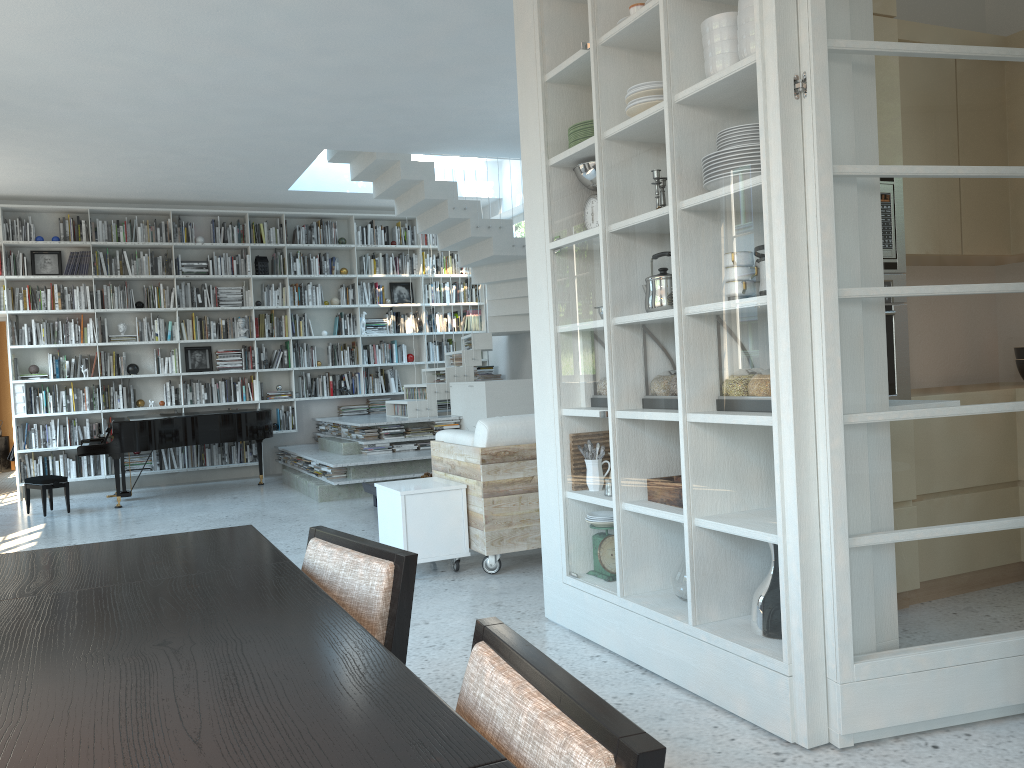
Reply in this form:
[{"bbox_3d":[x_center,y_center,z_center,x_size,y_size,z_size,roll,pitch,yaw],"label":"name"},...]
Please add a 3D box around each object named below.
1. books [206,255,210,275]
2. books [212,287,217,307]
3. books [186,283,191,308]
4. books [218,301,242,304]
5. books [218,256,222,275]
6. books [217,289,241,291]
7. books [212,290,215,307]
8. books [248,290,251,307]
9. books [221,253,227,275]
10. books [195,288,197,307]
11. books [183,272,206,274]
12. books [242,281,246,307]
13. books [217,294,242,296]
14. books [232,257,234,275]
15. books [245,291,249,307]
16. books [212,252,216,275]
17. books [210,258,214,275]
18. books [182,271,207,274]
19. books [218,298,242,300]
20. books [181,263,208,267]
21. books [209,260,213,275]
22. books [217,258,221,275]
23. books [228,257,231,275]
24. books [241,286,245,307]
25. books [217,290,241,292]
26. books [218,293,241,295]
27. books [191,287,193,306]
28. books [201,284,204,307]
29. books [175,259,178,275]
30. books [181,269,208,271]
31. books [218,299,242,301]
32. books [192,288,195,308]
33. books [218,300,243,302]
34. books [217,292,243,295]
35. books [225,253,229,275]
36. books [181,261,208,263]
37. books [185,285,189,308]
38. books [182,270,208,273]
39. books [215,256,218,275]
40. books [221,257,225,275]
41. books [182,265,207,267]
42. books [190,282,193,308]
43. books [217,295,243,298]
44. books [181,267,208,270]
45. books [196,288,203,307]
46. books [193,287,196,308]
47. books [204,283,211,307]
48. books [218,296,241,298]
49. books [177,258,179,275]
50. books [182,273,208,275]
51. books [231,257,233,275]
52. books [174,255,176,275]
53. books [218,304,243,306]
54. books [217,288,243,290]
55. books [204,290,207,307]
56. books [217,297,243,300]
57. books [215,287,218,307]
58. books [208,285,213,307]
[{"bbox_3d":[-3.542,-1.372,10.343,0.012,0.254,0.161,-4,2,-25],"label":"books"},{"bbox_3d":[-3.480,-1.004,10.371,0.015,0.245,0.183,-4,1,-25],"label":"books"},{"bbox_3d":[-3.741,-1.013,10.265,0.029,0.295,0.151,-4,2,-25],"label":"books"},{"bbox_3d":[-3.327,-0.958,10.454,0.254,0.012,0.161,-3,1,-26],"label":"books"},{"bbox_3d":[-3.427,-1.374,10.406,0.012,0.244,0.131,-4,2,-25],"label":"books"},{"bbox_3d":[-3.336,-1.105,10.452,0.254,0.012,0.161,-3,1,-25],"label":"books"},{"bbox_3d":[-3.501,-0.988,10.371,0.024,0.216,0.132,-4,2,-25],"label":"books"},{"bbox_3d":[-3.131,-1.005,10.546,0.030,0.205,0.158,-4,1,-25],"label":"books"},{"bbox_3d":[-3.388,-1.391,10.436,0.029,0.273,0.140,-4,2,-25],"label":"books"},{"bbox_3d":[-3.674,-0.990,10.288,0.011,0.239,0.147,-4,2,-25],"label":"books"},{"bbox_3d":[-3.680,-1.279,10.283,0.254,0.012,0.161,-3,1,-20],"label":"books"},{"bbox_3d":[-3.179,-1.059,10.521,0.012,0.319,0.140,-4,2,-25],"label":"books"},{"bbox_3d":[-3.330,-1.042,10.448,0.254,0.012,0.161,-3,1,-28],"label":"books"},{"bbox_3d":[-3.297,-1.375,10.451,0.012,0.230,0.158,-4,2,-25],"label":"books"},{"bbox_3d":[-3.155,-1.000,10.529,0.029,0.198,0.172,-4,1,-25],"label":"books"},{"bbox_3d":[-3.481,-1.390,10.353,0.011,0.284,0.190,-4,2,-25],"label":"books"},{"bbox_3d":[-3.513,-1.359,10.384,0.024,0.223,0.128,-4,2,-25],"label":"books"},{"bbox_3d":[-3.683,-1.291,10.286,0.254,0.012,0.161,-3,1,-28],"label":"books"},{"bbox_3d":[-3.328,-0.994,10.451,0.254,0.012,0.161,-3,1,-27],"label":"books"},{"bbox_3d":[-3.687,-1.382,10.286,0.285,0.024,0.159,-3,1,-23],"label":"books"},{"bbox_3d":[-3.522,-1.340,10.348,0.025,0.187,0.193,-4,1,-25],"label":"books"},{"bbox_3d":[-3.439,-1.359,10.387,0.027,0.216,0.190,-4,1,-25],"label":"books"},{"bbox_3d":[-3.330,-1.369,10.430,0.023,0.223,0.190,-4,1,-25],"label":"books"},{"bbox_3d":[-3.182,-1.026,10.503,0.012,0.254,0.161,-4,2,-25],"label":"books"},{"bbox_3d":[-3.334,-1.093,10.448,0.254,0.012,0.161,-3,1,-23],"label":"books"},{"bbox_3d":[-3.332,-1.055,10.449,0.254,0.012,0.161,-3,1,-23],"label":"books"},{"bbox_3d":[-3.710,-0.994,10.274,0.011,0.252,0.153,-4,2,-25],"label":"books"},{"bbox_3d":[-3.602,-1.017,10.328,0.022,0.285,0.130,-4,2,-25],"label":"books"},{"bbox_3d":[-3.859,-1.327,10.191,0.027,0.201,0.167,-4,1,-25],"label":"books"},{"bbox_3d":[-3.685,-1.315,10.287,0.285,0.012,0.159,-3,1,-27],"label":"books"},{"bbox_3d":[-3.328,-0.982,10.452,0.254,0.012,0.161,-3,1,-23],"label":"books"},{"bbox_3d":[-3.699,-0.985,10.279,0.014,0.233,0.147,-4,2,-25],"label":"books"},{"bbox_3d":[-3.326,-0.970,10.450,0.285,0.012,0.159,-3,1,-28],"label":"books"},{"bbox_3d":[-3.333,-1.067,10.451,0.285,0.012,0.159,-3,1,-26],"label":"books"},{"bbox_3d":[-3.356,-1.391,10.428,0.023,0.269,0.185,-4,2,-25],"label":"books"},{"bbox_3d":[-3.691,-1.406,10.290,0.285,0.024,0.159,-3,1,-25],"label":"books"},{"bbox_3d":[-3.758,-0.998,10.238,0.025,0.266,0.185,-4,2,-25],"label":"books"},{"bbox_3d":[-3.683,-1.303,10.286,0.285,0.012,0.159,-3,1,-28],"label":"books"},{"bbox_3d":[-3.472,-1.368,10.375,0.021,0.237,0.171,-4,1,-25],"label":"books"},{"bbox_3d":[-3.404,-1.363,10.406,0.028,0.219,0.183,-4,1,-25],"label":"books"},{"bbox_3d":[-3.684,-1.358,10.283,0.254,0.025,0.161,-3,1,-29],"label":"books"},{"bbox_3d":[-3.720,-1.017,10.266,0.011,0.300,0.179,-4,2,-25],"label":"books"},{"bbox_3d":[-3.330,-1.030,10.448,0.285,0.012,0.159,-3,1,-22],"label":"books"},{"bbox_3d":[-3.682,-1.333,10.281,0.285,0.024,0.159,-3,1,-20],"label":"books"},{"bbox_3d":[-3.636,-0.990,10.298,0.066,0.237,0.153,-4,2,-25],"label":"books"},{"bbox_3d":[-3.685,-0.994,10.281,0.014,0.250,0.172,-4,2,-25],"label":"books"},{"bbox_3d":[-3.554,-1.023,10.345,0.049,0.291,0.162,-4,2,-25],"label":"books"},{"bbox_3d":[-3.331,-1.018,10.452,0.254,0.012,0.161,-3,1,-24],"label":"books"},{"bbox_3d":[-3.847,-1.336,10.211,0.013,0.218,0.141,-4,2,-25],"label":"books"},{"bbox_3d":[-3.681,-1.267,10.287,0.285,0.012,0.159,-3,1,-22],"label":"books"},{"bbox_3d":[-3.310,-1.374,10.452,0.010,0.230,0.152,-4,2,-25],"label":"books"},{"bbox_3d":[-3.886,-1.352,10.200,0.012,0.254,0.161,-4,2,-25],"label":"books"},{"bbox_3d":[-3.326,-0.933,10.455,0.285,0.012,0.159,-3,1,-24],"label":"books"},{"bbox_3d":[-3.332,-1.117,10.441,0.285,0.012,0.159,-4,1,-30],"label":"books"},{"bbox_3d":[-3.576,-0.984,10.332,0.024,0.216,0.148,-4,2,-25],"label":"books"},{"bbox_3d":[-3.330,-1.006,10.453,0.285,0.012,0.159,-3,1,-24],"label":"books"},{"bbox_3d":[-3.462,-1.006,10.366,0.013,0.247,0.176,-4,2,-25],"label":"books"},{"bbox_3d":[-3.516,-1.014,10.347,0.021,0.269,0.191,-4,2,-25],"label":"books"}]
